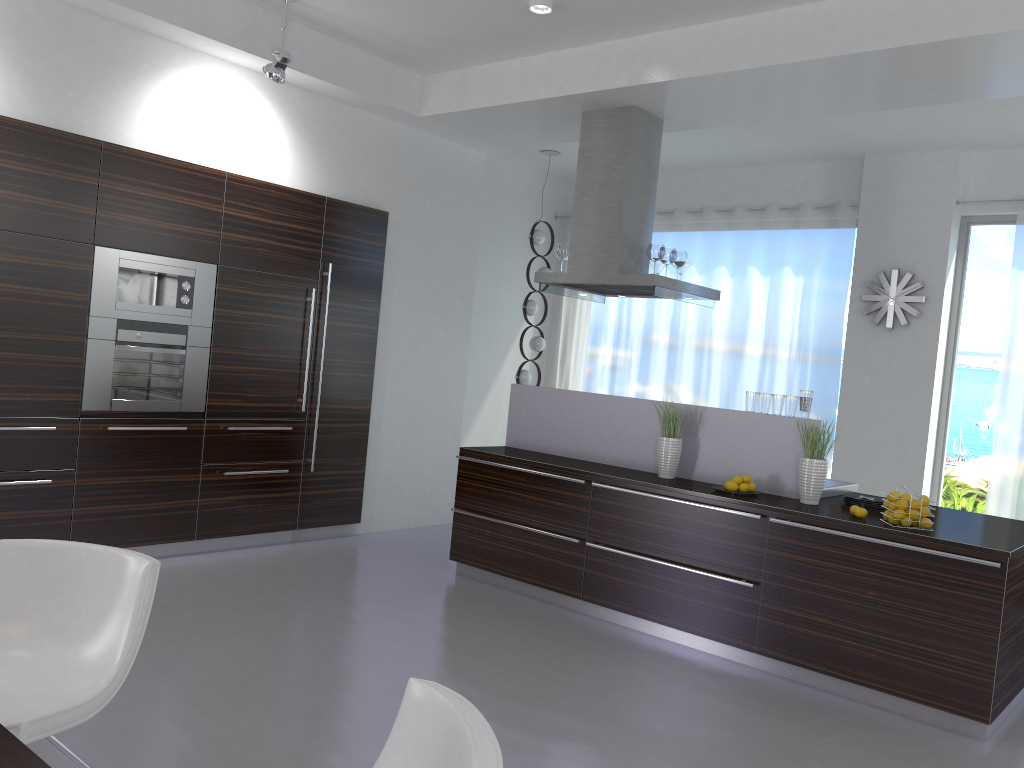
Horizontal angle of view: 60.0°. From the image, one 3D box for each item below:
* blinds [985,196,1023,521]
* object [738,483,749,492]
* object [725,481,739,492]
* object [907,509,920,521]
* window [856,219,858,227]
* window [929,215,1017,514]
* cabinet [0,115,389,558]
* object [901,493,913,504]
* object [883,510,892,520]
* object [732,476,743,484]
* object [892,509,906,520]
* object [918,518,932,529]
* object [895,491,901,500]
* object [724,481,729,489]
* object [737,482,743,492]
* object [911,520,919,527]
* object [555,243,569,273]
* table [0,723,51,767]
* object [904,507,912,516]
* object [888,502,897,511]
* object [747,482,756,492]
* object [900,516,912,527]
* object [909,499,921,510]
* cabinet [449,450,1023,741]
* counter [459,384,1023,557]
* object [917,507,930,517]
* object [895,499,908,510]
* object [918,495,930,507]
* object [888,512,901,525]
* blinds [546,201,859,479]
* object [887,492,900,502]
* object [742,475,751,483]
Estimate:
[{"bbox_3d":[4.871,0.207,6.041,2.830,3.112,0.120,7,2,40],"label":"blinds"},{"bbox_3d":[1.278,0.573,4.894,0.061,0.054,0.052,6,2,17],"label":"object"},{"bbox_3d":[1.214,0.566,4.893,0.070,0.058,0.060,7,2,39],"label":"object"},{"bbox_3d":[1.922,0.625,4.244,0.061,0.055,0.051,6,2,19],"label":"object"},{"bbox_3d":[1.909,-0.349,8.842,3.000,2.500,0.100,7,2,40],"label":"window"},{"bbox_3d":[4.763,-0.003,6.434,3.000,2.500,0.100,7,2,40],"label":"window"},{"bbox_3d":[-2.429,-0.165,5.612,0.669,2.500,3.600,7,2,40],"label":"cabinet"},{"bbox_3d":[1.920,0.557,4.316,0.051,0.053,0.063,7,2,41],"label":"object"},{"bbox_3d":[1.858,0.644,4.362,0.060,0.057,0.052,7,2,42],"label":"object"},{"bbox_3d":[1.251,0.535,4.924,0.061,0.047,0.053,7,2,43],"label":"object"},{"bbox_3d":[1.852,0.626,4.247,0.061,0.054,0.052,6,2,17],"label":"object"},{"bbox_3d":[1.976,0.666,4.240,0.062,0.052,0.053,5,2,-11],"label":"object"},{"bbox_3d":[1.896,0.560,4.380,0.052,0.060,0.057,6,2,28],"label":"object"},{"bbox_3d":[1.215,0.569,4.952,0.063,0.051,0.053,7,2,44],"label":"object"},{"bbox_3d":[1.280,0.572,4.953,0.057,0.060,0.071,7,2,41],"label":"object"},{"bbox_3d":[1.957,0.665,4.296,0.061,0.055,0.050,5,2,-4],"label":"object"},{"bbox_3d":[0.362,-0.884,6.320,0.125,0.221,0.125,5,2,-25],"label":"object"},{"bbox_3d":[-1.479,0.919,1.269,2.046,0.783,1.127,7,2,40],"label":"table"},{"bbox_3d":[1.916,0.620,4.274,0.062,0.053,0.051,4,2,-42],"label":"object"},{"bbox_3d":[1.866,0.600,4.319,0.062,0.053,0.052,6,2,12],"label":"object"},{"bbox_3d":[1.326,0.572,4.927,0.063,0.053,0.051,5,2,-10],"label":"object"},{"bbox_3d":[1.890,0.658,4.251,0.063,0.053,0.051,4,2,-42],"label":"object"},{"bbox_3d":[1.931,0.575,4.247,0.063,0.053,0.051,4,2,-37],"label":"object"},{"bbox_3d":[1.268,1.024,5.387,3.285,0.852,1.377,7,2,40],"label":"cabinet"},{"bbox_3d":[1.298,0.802,5.388,3.291,1.300,1.302,7,2,40],"label":"counter"},{"bbox_3d":[1.979,0.615,4.265,0.061,0.054,0.053,5,2,-4],"label":"object"},{"bbox_3d":[1.874,0.581,4.265,0.053,0.052,0.061,4,2,-37],"label":"object"},{"bbox_3d":[1.989,0.566,4.283,0.050,0.060,0.059,7,2,40],"label":"object"},{"bbox_3d":[1.863,0.652,4.302,0.074,0.063,0.064,5,2,-30],"label":"object"},{"bbox_3d":[1.624,-0.187,8.781,3.245,3.112,0.120,7,2,40],"label":"blinds"},{"bbox_3d":[1.865,0.555,4.338,0.053,0.051,0.063,5,2,-3],"label":"object"},{"bbox_3d":[1.304,0.529,4.935,0.053,0.048,0.063,6,2,6],"label":"object"}]
